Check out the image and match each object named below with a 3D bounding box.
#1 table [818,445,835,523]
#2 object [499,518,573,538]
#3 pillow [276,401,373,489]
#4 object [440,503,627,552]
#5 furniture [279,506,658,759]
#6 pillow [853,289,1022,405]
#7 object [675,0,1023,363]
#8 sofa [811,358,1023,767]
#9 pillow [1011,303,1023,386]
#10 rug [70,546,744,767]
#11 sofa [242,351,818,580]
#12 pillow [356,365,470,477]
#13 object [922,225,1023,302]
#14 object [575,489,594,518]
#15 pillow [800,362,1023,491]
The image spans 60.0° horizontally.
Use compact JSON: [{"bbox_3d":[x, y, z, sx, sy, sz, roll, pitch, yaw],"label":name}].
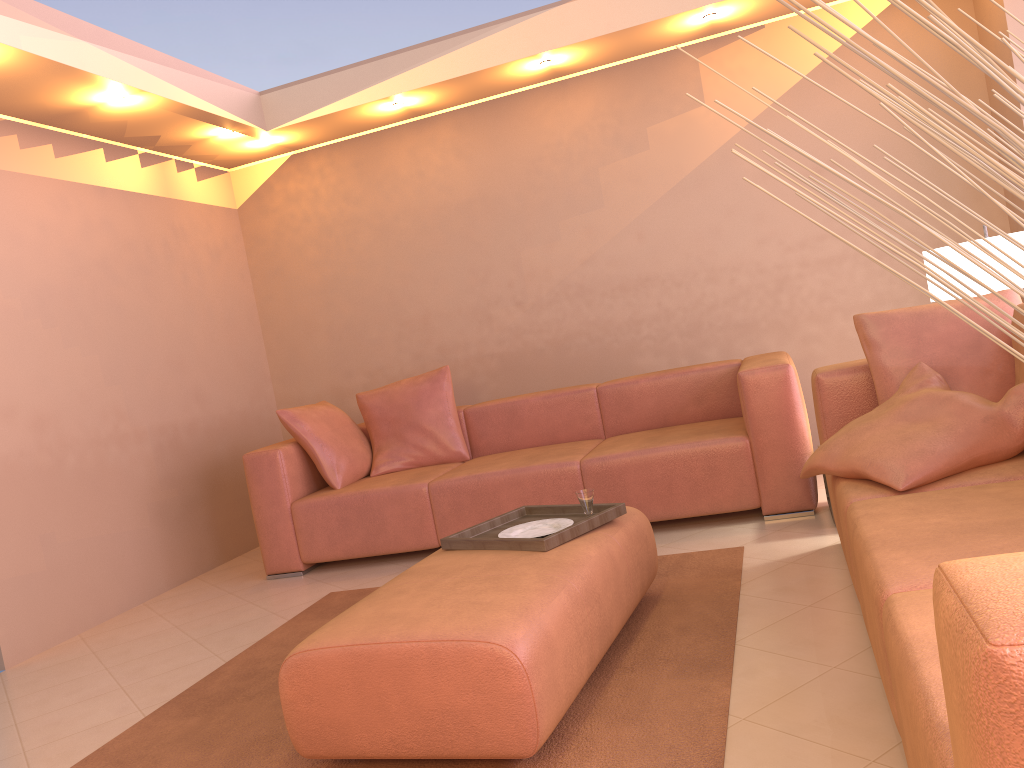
[{"bbox_3d":[1.742,0.344,3.568,0.918,0.268,0.412,-10,2,17],"label":"table"},{"bbox_3d":[0.076,0.460,2.767,0.240,0.018,0.240,-12,3,-19],"label":"object"},{"bbox_3d":[-0.967,0.325,4.826,0.335,0.486,0.554,-10,2,13],"label":"pillow"},{"bbox_3d":[0.070,0.454,2.834,0.436,0.034,0.421,-9,3,42],"label":"object"},{"bbox_3d":[-0.035,0.651,2.623,0.685,0.301,1.291,-10,3,22],"label":"furniture"},{"bbox_3d":[1.424,-0.046,2.851,0.519,0.455,0.314,-10,2,13],"label":"pillow"},{"bbox_3d":[0.495,0.073,0.218,0.703,0.634,0.700,-12,3,-27],"label":"object"},{"bbox_3d":[1.216,0.310,1.855,0.943,0.672,2.781,-10,2,17],"label":"sofa"},{"bbox_3d":[1.518,-0.056,2.511,0.255,0.446,0.492,-11,2,0],"label":"pillow"},{"bbox_3d":[-0.316,0.912,2.486,1.833,0.005,2.626,-10,2,17],"label":"rug"},{"bbox_3d":[0.081,0.409,4.580,2.781,0.672,0.943,-10,2,17],"label":"sofa"},{"bbox_3d":[-0.560,0.203,4.894,0.582,0.528,0.302,-11,2,0],"label":"pillow"},{"bbox_3d":[1.929,-0.233,3.498,0.344,0.799,0.344,-11,2,-5],"label":"object"},{"bbox_3d":[0.241,0.388,2.849,0.061,0.091,0.061,-11,2,1],"label":"object"},{"bbox_3d":[1.157,0.110,2.584,0.514,0.292,0.517,-11,2,-14],"label":"pillow"}]
